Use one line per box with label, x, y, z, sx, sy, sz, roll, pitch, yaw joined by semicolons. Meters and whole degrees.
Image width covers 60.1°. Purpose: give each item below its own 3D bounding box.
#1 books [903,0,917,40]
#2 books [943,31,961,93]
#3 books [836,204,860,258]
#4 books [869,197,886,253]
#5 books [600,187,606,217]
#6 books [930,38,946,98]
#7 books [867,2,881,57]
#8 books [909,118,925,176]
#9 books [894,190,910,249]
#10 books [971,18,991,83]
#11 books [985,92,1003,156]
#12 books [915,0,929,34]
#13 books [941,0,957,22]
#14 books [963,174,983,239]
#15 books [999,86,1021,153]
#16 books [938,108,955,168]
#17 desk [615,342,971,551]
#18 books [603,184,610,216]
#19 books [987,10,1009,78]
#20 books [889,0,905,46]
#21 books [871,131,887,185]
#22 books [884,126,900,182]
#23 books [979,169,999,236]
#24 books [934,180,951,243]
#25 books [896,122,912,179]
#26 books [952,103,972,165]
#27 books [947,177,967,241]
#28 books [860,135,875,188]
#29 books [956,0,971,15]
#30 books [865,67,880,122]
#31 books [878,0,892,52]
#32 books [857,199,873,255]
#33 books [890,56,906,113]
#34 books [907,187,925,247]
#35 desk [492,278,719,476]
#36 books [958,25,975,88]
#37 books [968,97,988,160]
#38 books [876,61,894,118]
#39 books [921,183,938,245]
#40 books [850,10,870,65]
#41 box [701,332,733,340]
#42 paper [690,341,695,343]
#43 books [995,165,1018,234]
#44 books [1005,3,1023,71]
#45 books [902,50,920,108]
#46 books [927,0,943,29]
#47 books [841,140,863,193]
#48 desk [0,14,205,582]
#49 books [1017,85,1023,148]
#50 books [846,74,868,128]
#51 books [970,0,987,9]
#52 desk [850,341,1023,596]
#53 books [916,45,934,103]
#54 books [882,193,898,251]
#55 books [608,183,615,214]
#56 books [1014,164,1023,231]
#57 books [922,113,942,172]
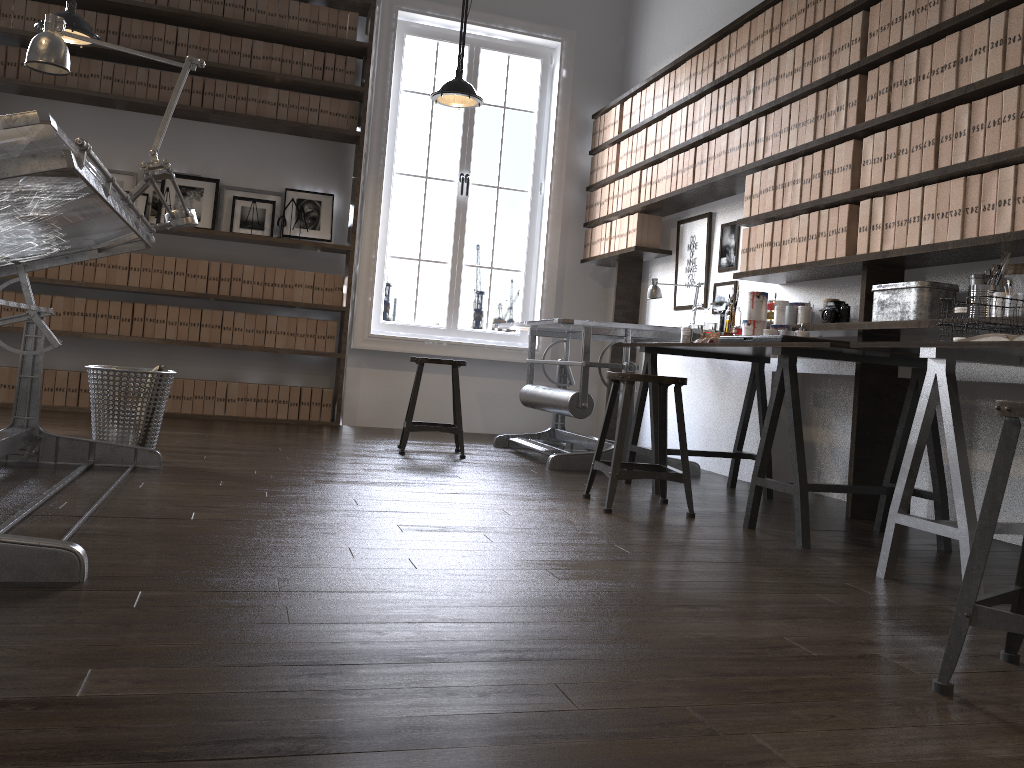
books;1.625;-1.433;3.458;0.174;0.226;0.066;5;-2;-17
books;1.668;-1.149;3.224;0.174;0.226;0.067;5;-2;-17
books;1.467;-0.633;3.733;0.174;0.226;0.067;5;-2;-17
books;1.528;-0.624;3.537;0.174;0.226;0.066;5;-2;-17
books;0.732;-1.293;6.359;0.174;0.226;0.066;5;-2;-17
books;1.654;-1.152;3.290;0.174;0.226;0.066;5;-2;-17
books;1.568;-1.442;3.662;0.174;0.226;0.066;5;-2;-17
books;1.607;-0.879;3.365;0.174;0.226;0.066;5;-2;-17
books;1.570;-0.618;3.404;0.174;0.226;0.066;5;-2;-17
books;1.708;-1.144;3.101;0.174;0.226;0.066;5;-2;-17
books;1.711;-0.864;3.018;0.174;0.226;0.066;5;-2;-17
books;1.645;-1.431;3.398;0.174;0.226;0.066;5;-2;-17
books;1.685;-1.425;3.270;0.174;0.226;0.066;5;-2;-17
books;1.669;-0.604;3.079;0.174;0.226;0.066;5;-2;-17
books;1.725;-0.861;2.952;0.174;0.226;0.067;5;-2;-17
books;1.650;-0.873;3.222;0.174;0.226;0.066;5;-2;-17
desk;1.030;0.193;3.623;0.655;0.670;1.669;5;1;-17
books;0.748;-1.290;6.286;0.174;0.226;0.067;5;-2;-17
books;1.727;-1.141;3.031;0.174;0.226;0.067;5;-2;-17
books;1.602;-1.437;3.527;0.174;0.226;0.067;5;-2;-17
books;1.543;-0.888;3.555;0.174;0.226;0.066;5;-2;-17
books;1.563;-0.885;3.486;0.174;0.226;0.067;5;-2;-17
books;1.689;-0.601;3.011;0.174;0.226;0.066;5;-2;-17
books;1.629;-0.609;3.207;0.174;0.226;0.066;5;-2;-17
books;1.586;-0.882;3.427;0.174;0.226;0.066;5;-2;-17
books;1.666;-0.870;3.152;0.174;0.226;0.066;5;-2;-17
books;1.644;-0.607;3.142;0.174;0.226;0.067;5;-2;-17
books;1.525;-0.890;3.626;0.174;0.226;0.066;5;-2;-17
books;1.705;-1.422;3.202;0.174;0.226;0.066;5;-2;-17
books;1.550;-1.167;3.637;0.174;0.226;0.066;5;-2;-17
books;1.586;-1.439;3.595;0.174;0.226;0.066;5;-2;-17
books;1.504;-0.627;3.605;0.174;0.226;0.066;5;-2;-17
books;1.593;-1.161;3.494;0.174;0.226;0.066;5;-2;-17
books;1.587;-0.615;3.335;0.174;0.226;0.067;5;-2;-17
desk;0.547;-0.096;5.186;1.070;1.099;1.269;5;0;-17
books;1.691;-1.146;3.161;0.174;0.226;0.066;5;-2;-17
books;1.690;-0.867;3.086;0.174;0.226;0.066;5;-2;-17
books;1.566;-1.164;3.564;0.174;0.226;0.067;5;-2;-17
books;1.609;-0.612;3.267;0.174;0.226;0.066;5;-2;-17
books;1.533;-1.447;3.756;0.174;0.226;0.067;5;-2;-17
box;1.004;-0.202;4.198;0.137;0.083;0.212;4;1;-17
paper;0.860;-0.186;4.138;0.137;0.038;0.155;4;1;-32
books;1.706;-0.598;2.942;0.174;0.226;0.066;5;-2;-17
books;1.751;-1.138;2.965;0.174;0.226;0.066;5;-2;-17
books;1.609;-1.158;3.425;0.174;0.226;0.066;5;-2;-17
books;1.659;-1.428;3.333;0.174;0.226;0.067;5;-2;-17
books;1.488;-0.903;3.738;0.174;0.226;0.067;5;-2;-17
desk;-1.525;-0.357;2.630;1.075;1.388;2.281;5;0;-17
books;1.748;-0.858;2.889;0.174;0.226;0.066;5;-2;-17
books;1.516;-1.179;3.751;0.174;0.226;0.066;5;-2;-17
books;1.721;-1.419;3.133;0.174;0.226;0.066;5;-2;-17
desk;1.538;0.266;1.933;0.655;0.670;1.669;5;1;-17
books;1.633;-1.155;3.358;0.174;0.226;0.066;5;-2;-17
books;1.552;-0.621;3.471;0.174;0.226;0.066;5;-2;-17
books;0.775;-1.287;6.217;0.174;0.226;0.066;5;-2;-17
books;1.731;-0.595;2.875;0.174;0.226;0.066;5;-2;-17
books;1.623;-0.876;3.292;0.174;0.226;0.067;5;-2;-17
